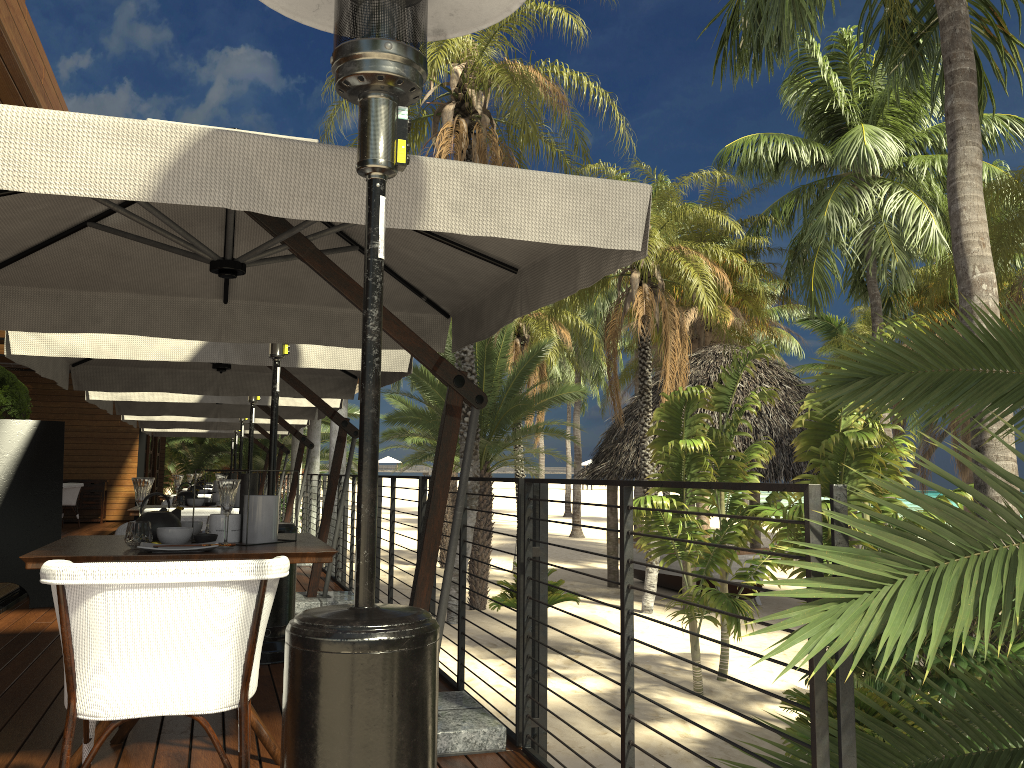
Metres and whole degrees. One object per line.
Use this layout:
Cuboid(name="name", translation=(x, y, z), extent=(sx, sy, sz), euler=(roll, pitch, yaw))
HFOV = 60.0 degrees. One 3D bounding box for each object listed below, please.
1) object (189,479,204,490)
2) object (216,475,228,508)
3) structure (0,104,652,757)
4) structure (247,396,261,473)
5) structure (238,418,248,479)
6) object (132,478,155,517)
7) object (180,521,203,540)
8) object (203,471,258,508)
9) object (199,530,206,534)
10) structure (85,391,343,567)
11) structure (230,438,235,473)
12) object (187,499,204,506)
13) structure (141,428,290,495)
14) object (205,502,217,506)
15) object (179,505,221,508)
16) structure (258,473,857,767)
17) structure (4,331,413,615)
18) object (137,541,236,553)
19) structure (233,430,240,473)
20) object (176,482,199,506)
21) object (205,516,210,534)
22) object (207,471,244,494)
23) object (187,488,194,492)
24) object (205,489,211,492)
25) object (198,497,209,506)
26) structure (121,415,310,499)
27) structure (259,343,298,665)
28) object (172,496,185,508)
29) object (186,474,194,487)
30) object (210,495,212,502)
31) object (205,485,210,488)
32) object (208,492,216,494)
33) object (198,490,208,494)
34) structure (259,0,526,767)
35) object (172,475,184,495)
Cuboid(name="object", translation=(-3.409, 1.113, 9.569), extent=(0.163, 0.179, 0.167), euler=(2, -7, -16))
Cuboid(name="object", translation=(-2.045, 0.757, 6.225), extent=(0.082, 0.227, 0.082), euler=(3, -7, -17))
Cuboid(name="structure", translation=(-1.097, 0.170, 3.324), extent=(2.413, 2.338, 2.409), euler=(3, -7, -18))
Cuboid(name="structure", translation=(-2.416, 0.719, 8.178), extent=(0.699, 2.197, 0.698), euler=(5, -8, -30))
Cuboid(name="structure", translation=(-3.467, 1.030, 11.316), extent=(0.699, 2.197, 0.698), euler=(5, -8, -30))
Cuboid(name="object", translation=(-1.403, 0.469, 3.357), extent=(0.082, 0.227, 0.082), euler=(3, -7, -17))
Cuboid(name="object", translation=(-1.233, 0.555, 3.358), extent=(0.116, 0.065, 0.116), euler=(2, -6, -14))
Cuboid(name="object", translation=(-2.055, 0.768, 6.481), extent=(0.263, 0.264, 0.263), euler=(-3, -7, 26))
Cuboid(name="object", translation=(-1.328, 0.588, 3.488), extent=(0.294, 0.025, 0.170), euler=(2, -6, -18))
Cuboid(name="structure", translation=(-3.228, 0.801, 9.688), extent=(2.413, 2.338, 2.409), euler=(3, -7, -18))
Cuboid(name="structure", translation=(-5.578, 1.655, 17.618), extent=(0.699, 2.197, 0.698), euler=(5, -8, -30))
Cuboid(name="object", translation=(-2.215, 0.838, 6.205), extent=(0.116, 0.065, 0.116), euler=(2, -6, -14))
Cuboid(name="structure", translation=(-5.360, 1.432, 16.052), extent=(2.413, 2.338, 2.409), euler=(3, -7, -18))
Cuboid(name="object", translation=(-2.121, 0.853, 6.236), extent=(0.080, 0.042, 0.080), euler=(4, -7, -27))
Cuboid(name="object", translation=(-2.120, 0.845, 6.069), extent=(0.294, 0.025, 0.170), euler=(2, -6, -18))
Cuboid(name="structure", translation=(-3.560, 1.998, 14.047), extent=(0.163, 1.156, 26.217), euler=(3, -6, -18))
Cuboid(name="structure", translation=(-2.163, 0.485, 6.506), extent=(2.413, 2.338, 2.409), euler=(3, -7, -18))
Cuboid(name="object", translation=(-1.044, 0.526, 2.855), extent=(0.294, 0.025, 0.170), euler=(2, -6, -18))
Cuboid(name="structure", translation=(-4.521, 1.342, 14.464), extent=(0.699, 2.197, 0.698), euler=(5, -8, -30))
Cuboid(name="object", translation=(-2.339, 0.797, 6.383), extent=(0.168, 0.179, 0.162), euler=(3, -7, -20))
Cuboid(name="object", translation=(-1.135, 0.551, 3.412), extent=(0.086, 0.086, 0.086), euler=(2, -7, -14))
Cuboid(name="object", translation=(-3.122, 1.084, 9.666), extent=(0.263, 0.264, 0.263), euler=(-3, -7, 26))
Cuboid(name="object", translation=(-3.382, 1.136, 9.341), extent=(0.086, 0.086, 0.086), euler=(2, -7, -14))
Cuboid(name="object", translation=(-3.376, 1.190, 9.757), extent=(0.116, 0.065, 0.116), euler=(3, -6, -20))
Cuboid(name="object", translation=(-2.309, 0.874, 6.572), extent=(0.116, 0.065, 0.116), euler=(2, -6, -14))
Cuboid(name="structure", translation=(-4.294, 1.117, 12.870), extent=(2.413, 2.338, 2.409), euler=(3, -7, -18))
Cuboid(name="structure", translation=(-1.343, 0.401, 4.976), extent=(0.699, 2.197, 0.698), euler=(5, -8, -30))
Cuboid(name="object", translation=(-2.315, 0.821, 6.156), extent=(0.086, 0.086, 0.086), euler=(2, -7, -14))
Cuboid(name="object", translation=(-3.546, 1.104, 9.756), extent=(0.082, 0.227, 0.082), euler=(4, -8, -29))
Cuboid(name="object", translation=(-2.212, 0.870, 6.627), extent=(0.086, 0.086, 0.086), euler=(2, -7, -14))
Cuboid(name="object", translation=(-4.346, 1.468, 12.564), extent=(0.116, 0.065, 0.116), euler=(3, -6, -20))
Cuboid(name="object", translation=(-3.188, 1.169, 9.421), extent=(0.080, 0.042, 0.080), euler=(-3, -7, 33))
Cuboid(name="object", translation=(-3.282, 1.153, 9.390), extent=(0.116, 0.065, 0.116), euler=(3, -6, -20))
Cuboid(name="structure", translation=(-0.299, 0.092, 1.860), extent=(0.699, 2.197, 0.698), euler=(5, -8, -30))
Cuboid(name="object", translation=(-2.480, 0.788, 6.571), extent=(0.082, 0.227, 0.082), euler=(3, -7, -17))
